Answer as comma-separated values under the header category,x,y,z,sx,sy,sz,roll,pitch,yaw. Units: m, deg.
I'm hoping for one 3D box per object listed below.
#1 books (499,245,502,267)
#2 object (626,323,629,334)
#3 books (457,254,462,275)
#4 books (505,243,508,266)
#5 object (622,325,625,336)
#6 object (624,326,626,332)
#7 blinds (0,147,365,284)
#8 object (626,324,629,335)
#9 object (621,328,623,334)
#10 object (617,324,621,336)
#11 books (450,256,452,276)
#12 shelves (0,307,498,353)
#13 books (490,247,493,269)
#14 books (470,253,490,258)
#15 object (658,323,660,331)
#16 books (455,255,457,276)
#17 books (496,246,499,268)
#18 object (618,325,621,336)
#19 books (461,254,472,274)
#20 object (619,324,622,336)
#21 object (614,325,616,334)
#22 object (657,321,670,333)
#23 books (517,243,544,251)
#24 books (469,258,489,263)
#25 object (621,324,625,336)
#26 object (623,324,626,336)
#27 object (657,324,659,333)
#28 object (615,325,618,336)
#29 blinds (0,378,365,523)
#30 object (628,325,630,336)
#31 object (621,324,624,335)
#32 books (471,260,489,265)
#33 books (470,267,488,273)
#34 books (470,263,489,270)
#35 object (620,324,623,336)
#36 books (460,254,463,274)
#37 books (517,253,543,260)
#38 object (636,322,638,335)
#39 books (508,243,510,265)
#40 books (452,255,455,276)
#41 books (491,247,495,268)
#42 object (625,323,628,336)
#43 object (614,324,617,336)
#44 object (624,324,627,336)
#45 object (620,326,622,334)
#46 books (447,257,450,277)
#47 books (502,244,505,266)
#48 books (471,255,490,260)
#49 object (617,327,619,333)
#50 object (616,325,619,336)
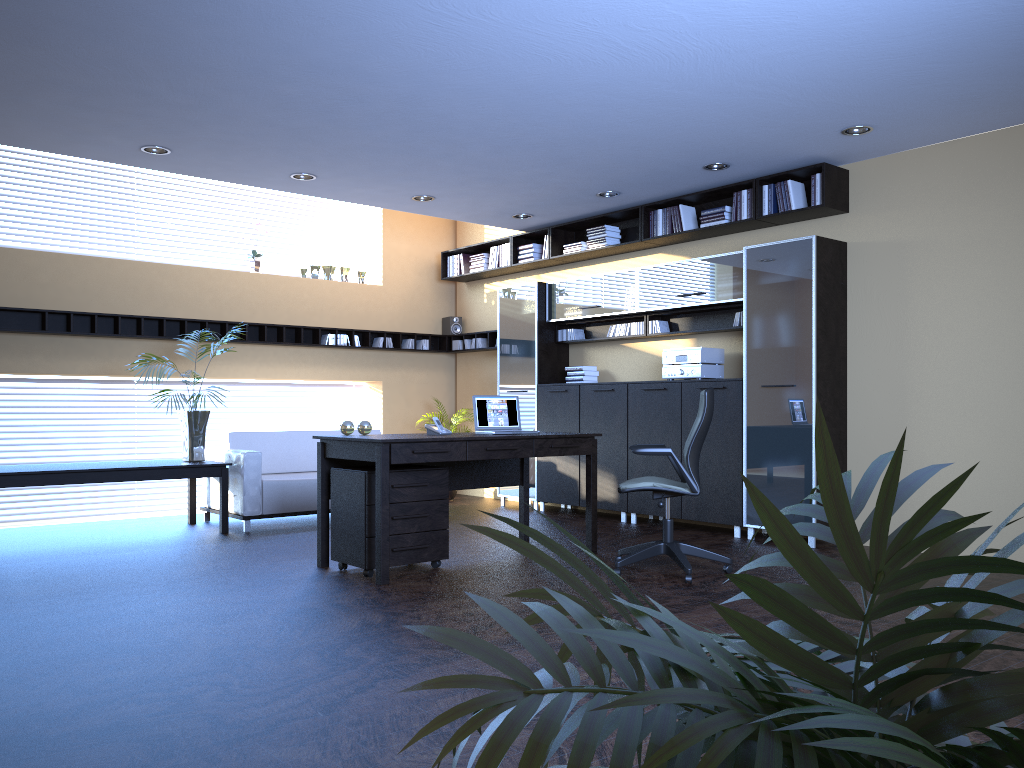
category,x,y,z,sx,sy,sz,roll,pitch,yaw
books,-0.052,-1.434,10.053,0.207,0.258,0.050,0,0,-39
object,1.176,-0.530,8.687,0.142,0.118,0.040,1,-1,-40
books,-0.568,-1.418,10.674,0.207,0.258,0.050,0,0,-40
books,0.008,-1.437,9.968,0.207,0.258,0.050,0,0,-39
object,1.147,-0.530,8.714,0.140,0.116,0.036,1,-1,-40
object,1.160,-0.530,8.713,0.142,0.118,0.040,1,-1,-40
blinds,-3.884,-1.934,9.104,5.392,1.461,0.039,1,-1,-40
object,1.180,-0.531,8.676,0.140,0.116,0.036,1,-1,-40
object,1.138,-0.529,8.733,0.142,0.118,0.040,1,-1,-40
object,1.102,-0.528,8.769,0.142,0.118,0.040,1,-1,-40
books,-0.665,-1.415,10.796,0.207,0.258,0.050,1,0,-40
shelves,-2.912,-0.557,8.625,6.623,0.213,1.249,1,-2,-40
books,-0.159,-1.431,10.172,0.207,0.259,0.075,0,0,-40
books,-0.337,-1.497,10.406,0.207,0.028,0.258,1,-2,-40
object,1.434,-0.537,8.375,0.140,0.116,0.036,1,-1,-39
books,-0.601,-1.417,10.714,0.207,0.258,0.050,0,0,-39
books,-0.086,-1.433,10.108,0.207,0.259,0.075,0,0,-40
object,1.113,-0.528,8.764,0.140,0.116,0.036,1,-1,-40
books,-0.509,-1.420,10.600,0.207,0.259,0.075,1,0,-40
object,1.118,-0.529,8.756,0.142,0.118,0.040,1,-1,-40
object,1.071,-0.527,8.809,0.142,0.118,0.040,1,-1,-40
object,1.435,-0.537,8.377,0.142,0.118,0.040,1,-1,-40
books,0.216,-1.491,9.729,0.207,0.050,0.258,1,-2,-40
books,-0.342,-1.441,10.390,0.207,0.028,0.258,1,-2,-39
object,1.140,-0.530,8.722,0.142,0.118,0.040,1,-1,-40
object,1.151,-0.530,8.718,0.142,0.118,0.040,1,-1,-40
object,1.424,-0.538,8.386,0.140,0.117,0.026,1,-1,-39
object,1.087,-0.527,8.795,0.140,0.116,0.036,1,-1,-40
blinds,-3.884,0.642,9.104,5.392,1.367,0.047,1,-1,-40
object,1.188,-0.531,8.670,0.142,0.118,0.040,1,-1,-40
object,1.136,-0.529,8.732,0.140,0.116,0.036,1,-1,-40
books,-0.319,-1.412,10.394,0.207,0.028,0.258,1,-2,-40
books,-0.334,-1.321,10.387,0.207,0.050,0.258,1,-2,-39
books,-0.337,-1.372,10.398,0.207,0.050,0.258,1,-2,-40
object,1.128,-0.529,8.737,0.140,0.116,0.036,1,-1,-40
books,-0.525,-1.419,10.627,0.207,0.259,0.075,0,0,-40
books,0.217,-1.390,9.718,0.207,0.050,0.258,1,-2,-40
object,1.253,-0.533,8.585,0.142,0.120,0.009,1,0,-40
books,0.041,-1.438,9.928,0.207,0.258,0.050,0,0,-40
books,-0.640,-1.416,10.749,0.207,0.258,0.050,1,0,-41
books,-0.139,-1.432,10.147,0.207,0.259,0.075,0,0,-39
object,1.171,-0.530,8.695,0.142,0.118,0.040,1,-1,-40
object,1.077,-0.527,8.801,0.142,0.118,0.040,1,-1,-40
object,1.161,-0.530,8.700,0.142,0.118,0.040,1,-1,-40
object,1.126,-0.529,8.750,0.142,0.118,0.040,1,-1,-39
books,-0.701,-1.414,10.834,0.207,0.258,0.050,0,0,-40
books,-0.019,-1.436,10.013,0.207,0.258,0.050,0,0,-40
books,-0.322,-1.469,10.390,0.207,0.028,0.258,1,-2,-40
object,1.099,-0.528,8.779,0.140,0.116,0.036,1,-1,-39
object,1.091,-0.528,8.786,0.140,0.116,0.036,1,-1,-40
